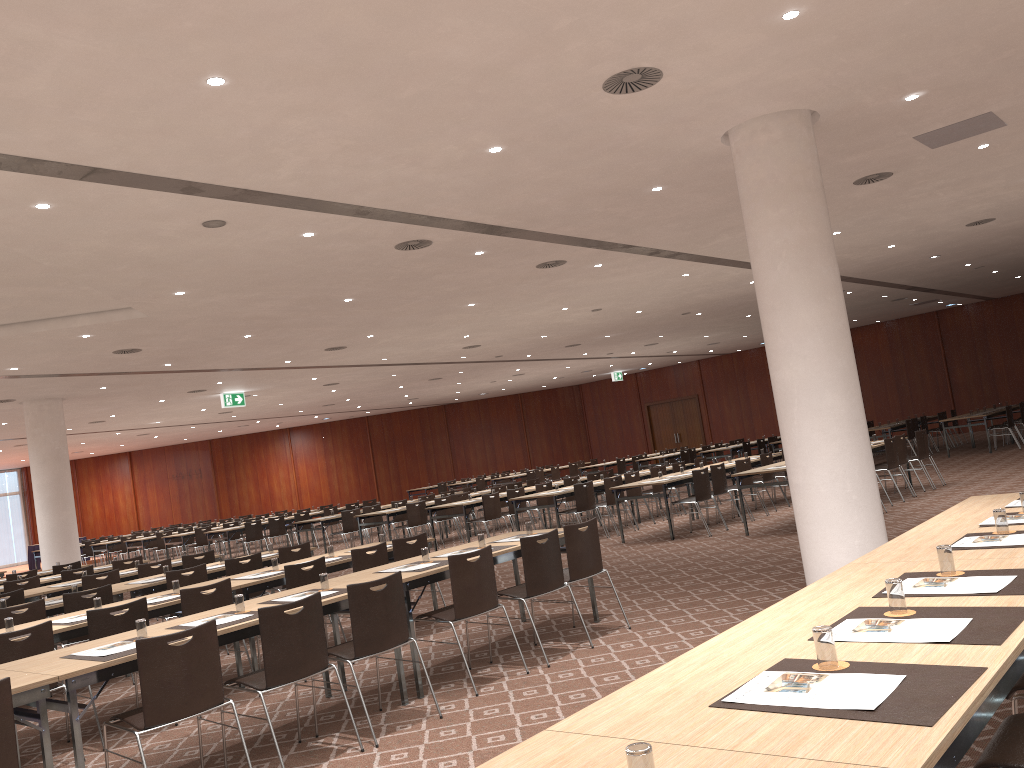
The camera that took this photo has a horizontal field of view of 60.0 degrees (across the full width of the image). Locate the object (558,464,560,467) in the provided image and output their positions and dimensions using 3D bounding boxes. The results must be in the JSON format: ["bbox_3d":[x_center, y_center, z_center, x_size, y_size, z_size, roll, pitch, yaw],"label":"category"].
[{"bbox_3d":[1.583,2.781,30.145,0.054,0.114,0.054,-9,-4,6],"label":"object"}]

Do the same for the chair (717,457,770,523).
[{"bbox_3d":[3.544,1.645,13.837,0.614,0.939,0.535,-12,-5,40],"label":"chair"}]

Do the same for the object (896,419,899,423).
[{"bbox_3d":[9.556,0.919,21.990,0.054,0.114,0.054,-8,-4,-16],"label":"object"}]

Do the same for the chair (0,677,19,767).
[{"bbox_3d":[-2.404,1.787,3.814,0.614,0.939,0.535,-12,-5,39],"label":"chair"}]

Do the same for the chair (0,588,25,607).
[{"bbox_3d":[-5.427,2.687,9.411,0.614,0.939,0.535,-12,-5,39],"label":"chair"}]

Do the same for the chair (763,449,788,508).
[{"bbox_3d":[4.596,1.579,15.080,0.614,0.939,0.535,-12,-5,38],"label":"chair"}]

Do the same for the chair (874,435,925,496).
[{"bbox_3d":[5.937,1.272,13.786,0.614,0.939,0.535,-12,-5,43],"label":"chair"}]

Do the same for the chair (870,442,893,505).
[{"bbox_3d":[4.952,1.334,12.621,0.614,0.939,0.535,-12,-5,39],"label":"chair"}]

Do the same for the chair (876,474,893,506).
[{"bbox_3d":[4.945,1.334,12.614,0.614,0.939,0.535,-12,-5,38],"label":"chair"}]

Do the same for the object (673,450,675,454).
[{"bbox_3d":[4.643,1.940,25.381,0.054,0.114,0.054,-9,-4,6],"label":"object"}]

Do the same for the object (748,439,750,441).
[{"bbox_3d":[6.564,1.580,24.571,0.054,0.114,0.054,-8,-4,-16],"label":"object"}]

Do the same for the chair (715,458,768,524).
[{"bbox_3d":[3.502,1.648,13.787,0.614,0.939,0.535,-12,-5,41],"label":"chair"}]

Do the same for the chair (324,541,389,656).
[{"bbox_3d":[-1.362,1.962,8.155,0.614,0.939,0.535,-12,-5,38],"label":"chair"}]

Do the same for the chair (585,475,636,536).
[{"bbox_3d":[1.560,2.006,14.549,0.614,0.939,0.535,-12,-5,39],"label":"chair"}]

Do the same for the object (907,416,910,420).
[{"bbox_3d":[10.180,0.881,22.743,0.054,0.114,0.054,-9,-4,6],"label":"object"}]

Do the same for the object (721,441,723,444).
[{"bbox_3d":[6.536,1.819,27.590,0.054,0.114,0.054,-9,-4,6],"label":"object"}]

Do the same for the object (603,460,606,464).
[{"bbox_3d":[2.728,2.296,26.161,0.054,0.114,0.054,-8,-4,-16],"label":"object"}]

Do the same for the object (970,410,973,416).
[{"bbox_3d":[10.219,0.641,19.727,0.054,0.114,0.054,-8,-4,-16],"label":"object"}]

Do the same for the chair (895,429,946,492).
[{"bbox_3d":[6.510,1.222,14.284,0.614,0.939,0.535,-12,-5,42],"label":"chair"}]

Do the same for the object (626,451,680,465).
[{"bbox_3d":[4.546,2.661,28.259,0.954,0.832,2.266,-12,-6,40],"label":"object"}]

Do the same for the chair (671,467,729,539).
[{"bbox_3d":[2.651,1.701,12.782,0.614,0.939,0.535,-12,-5,39],"label":"chair"}]

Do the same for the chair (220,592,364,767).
[{"bbox_3d":[-1.323,1.723,5.144,0.614,0.939,0.535,-12,-5,39],"label":"chair"}]

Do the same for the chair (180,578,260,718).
[{"bbox_3d":[-2.416,2.028,6.909,0.614,0.939,0.535,-12,-5,39],"label":"chair"}]

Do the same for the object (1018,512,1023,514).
[{"bbox_3d":[2.776,0.689,4.760,0.102,0.001,0.102,-9,-4,6],"label":"object"}]

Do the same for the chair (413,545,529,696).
[{"bbox_3d":[-0.346,1.666,6.363,0.614,0.939,0.535,-12,-5,42],"label":"chair"}]

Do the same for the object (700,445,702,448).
[{"bbox_3d":[5.689,1.874,26.612,0.054,0.114,0.054,-9,-4,6],"label":"object"}]

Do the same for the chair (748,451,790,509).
[{"bbox_3d":[4.117,1.618,14.627,0.614,0.939,0.535,-12,-5,41],"label":"chair"}]

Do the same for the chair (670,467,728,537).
[{"bbox_3d":[2.629,1.702,12.756,0.614,0.939,0.535,-12,-5,40],"label":"chair"}]

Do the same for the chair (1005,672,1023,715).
[{"bbox_3d":[2.055,1.037,3.021,0.614,0.939,0.535,-12,-5,42],"label":"chair"}]

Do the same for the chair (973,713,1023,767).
[{"bbox_3d":[1.643,1.058,2.469,0.614,0.939,0.535,-12,-5,39],"label":"chair"}]

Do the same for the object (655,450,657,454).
[{"bbox_3d":[4.611,2.177,28.381,0.054,0.114,0.054,-9,-4,6],"label":"object"}]

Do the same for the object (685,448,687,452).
[{"bbox_3d":[5.069,1.911,25.860,0.054,0.114,0.054,-9,-4,6],"label":"object"}]

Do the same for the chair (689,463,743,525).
[{"bbox_3d":[3.025,1.691,13.401,0.614,0.939,0.535,-12,-5,39],"label":"chair"}]

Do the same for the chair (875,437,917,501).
[{"bbox_3d":[5.596,1.288,13.318,0.614,0.939,0.535,-12,-5,42],"label":"chair"}]

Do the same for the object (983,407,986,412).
[{"bbox_3d":[11.041,0.591,20.717,0.054,0.114,0.054,-8,-4,-16],"label":"object"}]

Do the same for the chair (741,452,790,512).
[{"bbox_3d":[4.102,1.619,14.608,0.614,0.939,0.535,-12,-5,39],"label":"chair"}]

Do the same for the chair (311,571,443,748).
[{"bbox_3d":[-0.903,1.692,5.587,0.614,0.939,0.535,-12,-5,41],"label":"chair"}]

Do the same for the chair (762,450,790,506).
[{"bbox_3d":[4.589,1.579,15.071,0.614,0.939,0.535,-12,-5,39],"label":"chair"}]

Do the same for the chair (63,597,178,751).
[{"bbox_3d":[-2.879,2.062,6.427,0.614,0.939,0.535,-12,-5,41],"label":"chair"}]

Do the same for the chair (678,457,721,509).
[{"bbox_3d":[3.500,1.884,16.841,0.614,0.939,0.535,-12,-5,41],"label":"chair"}]

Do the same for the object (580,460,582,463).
[{"bbox_3d":[2.412,2.730,31.136,0.054,0.114,0.054,-9,-4,6],"label":"object"}]

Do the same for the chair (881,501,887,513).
[{"bbox_3d":[4.614,1.341,12.045,0.614,0.939,0.535,-12,-5,41],"label":"chair"}]

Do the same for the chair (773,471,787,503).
[{"bbox_3d":[4.927,1.567,15.583,0.614,0.939,0.535,-12,-5,38],"label":"chair"}]

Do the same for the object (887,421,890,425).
[{"bbox_3d":[9.139,0.946,21.504,0.054,0.114,0.054,-8,-4,-16],"label":"object"}]

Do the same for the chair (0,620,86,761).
[{"bbox_3d":[-3.275,2.078,5.842,0.614,0.939,0.535,-12,-5,38],"label":"chair"}]

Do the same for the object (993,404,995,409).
[{"bbox_3d":[11.671,0.552,21.460,0.054,0.114,0.054,-9,-4,6],"label":"object"}]

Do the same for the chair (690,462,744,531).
[{"bbox_3d":[3.036,1.691,13.415,0.614,0.939,0.535,-12,-5,41],"label":"chair"}]

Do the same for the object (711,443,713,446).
[{"bbox_3d":[6.100,1.848,27.099,0.054,0.114,0.054,-9,-4,6],"label":"object"}]

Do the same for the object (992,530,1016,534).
[{"bbox_3d":[2.368,0.714,4.266,0.102,0.001,0.102,-9,-4,6],"label":"object"}]

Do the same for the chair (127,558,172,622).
[{"bbox_3d":[-4.373,2.629,10.774,0.614,0.939,0.535,-12,-5,38],"label":"chair"}]

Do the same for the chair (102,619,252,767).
[{"bbox_3d":[-1.781,1.757,4.667,0.614,0.939,0.535,-12,-5,43],"label":"chair"}]

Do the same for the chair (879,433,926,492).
[{"bbox_3d":[5.956,1.270,13.808,0.614,0.939,0.535,-12,-5,42],"label":"chair"}]

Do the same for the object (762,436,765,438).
[{"bbox_3d":[7.187,1.542,25.319,0.054,0.114,0.054,-9,-4,6],"label":"object"}]

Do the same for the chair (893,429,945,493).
[{"bbox_3d":[6.440,1.226,14.201,0.614,0.939,0.535,-12,-5,41],"label":"chair"}]

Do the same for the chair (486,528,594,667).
[{"bbox_3d":[0.160,1.625,6.843,0.614,0.939,0.535,-12,-5,43],"label":"chair"}]

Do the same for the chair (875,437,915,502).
[{"bbox_3d":[5.549,1.291,13.262,0.614,0.939,0.535,-12,-5,40],"label":"chair"}]

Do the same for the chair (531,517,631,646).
[{"bbox_3d":[0.508,1.608,7.306,0.614,0.939,0.535,-12,-5,42],"label":"chair"}]
